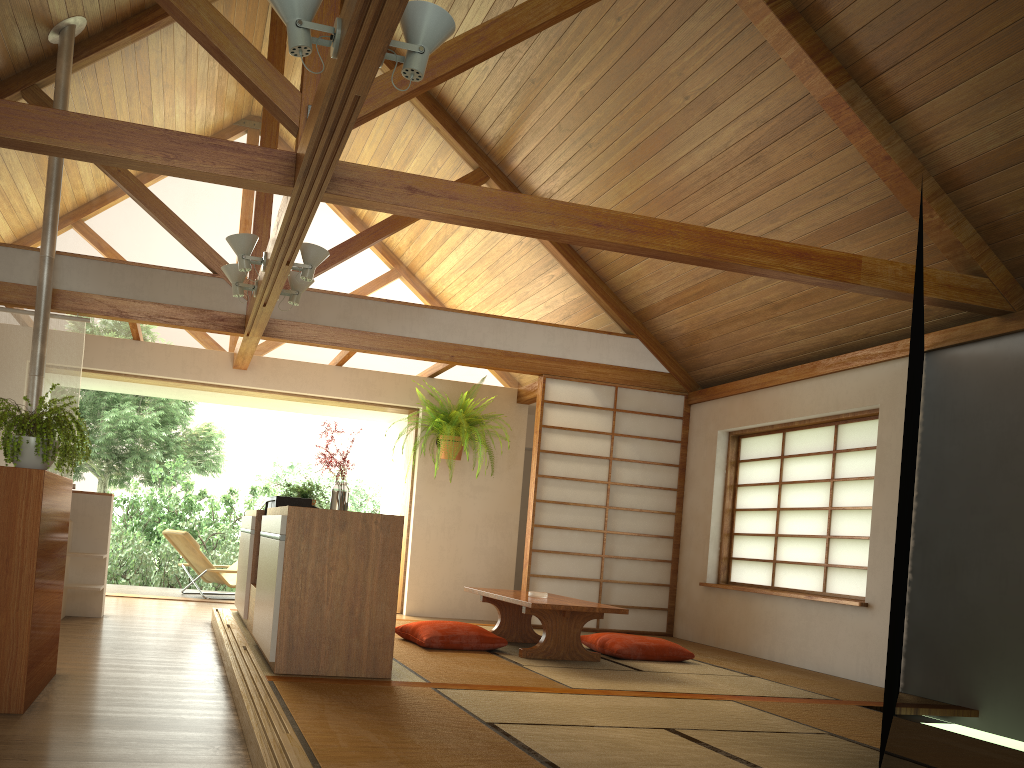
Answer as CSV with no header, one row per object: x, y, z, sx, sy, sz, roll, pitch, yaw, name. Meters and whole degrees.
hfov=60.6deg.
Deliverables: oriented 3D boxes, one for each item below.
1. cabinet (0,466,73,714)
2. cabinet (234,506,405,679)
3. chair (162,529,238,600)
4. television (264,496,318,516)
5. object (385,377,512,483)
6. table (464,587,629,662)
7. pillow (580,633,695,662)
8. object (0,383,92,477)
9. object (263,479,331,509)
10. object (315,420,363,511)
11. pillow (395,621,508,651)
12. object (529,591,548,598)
-3.170,0.642,3.231,2.701,0.874,0.875,7,-6,-14,cabinet
-1.262,1.129,5.184,0.538,0.729,2.778,6,-10,-20,cabinet
-2.803,1.793,8.635,1.170,0.622,0.857,12,-10,-41,chair
-1.219,0.960,5.194,0.475,0.534,0.670,6,-7,-18,television
-0.497,0.460,8.152,1.223,1.119,1.112,7,-6,-23,object
0.157,1.515,5.537,0.581,0.332,1.261,7,-10,-18,table
0.791,1.705,5.704,0.539,0.130,0.589,8,-10,-18,pillow
-1.881,0.187,3.455,0.460,0.348,0.493,4,-7,8,object
-1.519,0.856,6.219,0.527,0.373,0.547,0,-9,33,object
-0.935,0.434,4.633,0.232,0.497,0.232,5,-3,-11,object
-0.384,1.549,5.429,0.534,0.147,0.593,9,-11,-23,pillow
0.165,1.328,5.516,0.112,0.030,0.128,14,-13,-42,object
